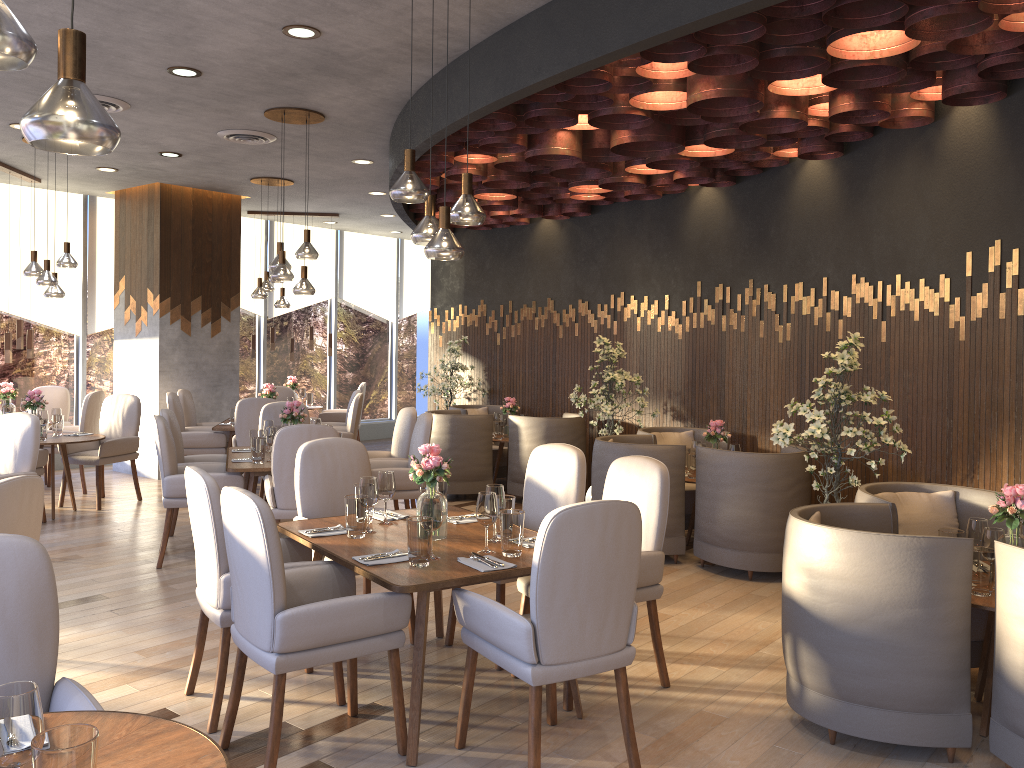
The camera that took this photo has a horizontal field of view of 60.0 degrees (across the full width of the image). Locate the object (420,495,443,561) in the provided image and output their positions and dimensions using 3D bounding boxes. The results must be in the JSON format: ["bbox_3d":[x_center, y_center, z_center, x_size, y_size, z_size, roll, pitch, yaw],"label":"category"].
[{"bbox_3d":[-0.317,0.564,3.475,0.092,0.244,0.092,1,1,30],"label":"object"}]

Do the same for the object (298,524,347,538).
[{"bbox_3d":[-0.808,0.649,3.947,0.255,0.019,0.157,-1,3,-35],"label":"object"}]

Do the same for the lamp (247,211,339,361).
[{"bbox_3d":[-2.855,-1.263,11.552,1.161,1.931,0.118,1,1,-6],"label":"lamp"}]

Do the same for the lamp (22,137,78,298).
[{"bbox_3d":[-3.942,-1.407,7.577,0.439,1.326,0.439,0,1,-43],"label":"lamp"}]

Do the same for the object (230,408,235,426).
[{"bbox_3d":[-2.765,0.331,8.847,0.102,0.178,0.102,1,1,-2],"label":"object"}]

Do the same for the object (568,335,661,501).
[{"bbox_3d":[0.897,0.369,7.881,0.788,1.616,0.747,0,1,-24],"label":"object"}]

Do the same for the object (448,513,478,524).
[{"bbox_3d":[-0.239,0.644,4.254,0.255,0.019,0.157,-1,3,-33],"label":"object"}]

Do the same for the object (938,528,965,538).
[{"bbox_3d":[1.884,0.717,3.806,0.102,0.178,0.102,2,1,41],"label":"object"}]

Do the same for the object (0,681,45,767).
[{"bbox_3d":[-0.855,0.644,1.522,0.092,0.244,0.092,1,1,-16],"label":"object"}]

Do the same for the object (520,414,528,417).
[{"bbox_3d":[0.122,0.431,9.087,0.092,0.244,0.092,1,1,-11],"label":"object"}]

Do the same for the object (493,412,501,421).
[{"bbox_3d":[-0.154,0.421,9.234,0.092,0.244,0.092,1,1,16],"label":"object"}]

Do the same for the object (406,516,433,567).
[{"bbox_3d":[-0.352,0.601,3.371,0.102,0.178,0.102,0,1,-29],"label":"object"}]

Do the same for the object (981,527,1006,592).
[{"bbox_3d":[1.913,0.697,3.522,0.092,0.244,0.092,1,1,23],"label":"object"}]

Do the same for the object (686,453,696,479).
[{"bbox_3d":[1.316,0.595,6.429,0.102,0.178,0.102,1,1,24],"label":"object"}]

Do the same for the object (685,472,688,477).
[{"bbox_3d":[1.234,0.668,6.575,0.255,0.019,0.157,0,3,-12],"label":"object"}]

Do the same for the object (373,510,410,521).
[{"bbox_3d":[-0.599,0.637,4.303,0.157,0.019,0.255,-1,3,-37],"label":"object"}]

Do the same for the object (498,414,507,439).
[{"bbox_3d":[-0.095,0.431,9.029,0.092,0.244,0.092,1,1,13],"label":"object"}]

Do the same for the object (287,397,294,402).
[{"bbox_3d":[-2.419,0.267,9.662,0.092,0.244,0.092,1,1,35],"label":"object"}]

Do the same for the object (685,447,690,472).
[{"bbox_3d":[1.313,0.579,6.795,0.102,0.178,0.102,2,1,42],"label":"object"}]

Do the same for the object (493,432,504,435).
[{"bbox_3d":[-0.148,0.526,9.401,0.157,0.019,0.255,-1,3,-31],"label":"object"}]

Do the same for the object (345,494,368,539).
[{"bbox_3d":[-0.675,0.576,3.844,0.102,0.178,0.102,0,1,-29],"label":"object"}]

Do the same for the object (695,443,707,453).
[{"bbox_3d":[1.389,0.560,6.510,0.092,0.244,0.092,1,1,8],"label":"object"}]

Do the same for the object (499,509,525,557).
[{"bbox_3d":[0.000,0.598,3.549,0.102,0.178,0.102,2,1,34],"label":"object"}]

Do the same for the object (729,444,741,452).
[{"bbox_3d":[1.633,0.564,6.507,0.092,0.244,0.092,1,1,12],"label":"object"}]

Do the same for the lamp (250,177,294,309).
[{"bbox_3d":[-2.520,-1.462,9.289,0.439,1.326,0.439,1,1,24],"label":"lamp"}]

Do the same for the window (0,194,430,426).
[{"bbox_3d":[-4.279,-0.699,6.926,8.059,3.197,16.134,1,2,-6],"label":"window"}]

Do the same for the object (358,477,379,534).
[{"bbox_3d":[-0.640,0.539,3.948,0.092,0.244,0.092,1,1,-15],"label":"object"}]

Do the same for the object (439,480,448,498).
[{"bbox_3d":[-0.367,0.558,4.358,0.102,0.178,0.102,1,1,13],"label":"object"}]

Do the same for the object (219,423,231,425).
[{"bbox_3d":[-2.839,0.403,8.998,0.255,0.019,0.157,0,2,-8],"label":"object"}]

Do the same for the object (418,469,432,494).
[{"bbox_3d":[-0.404,0.529,4.255,0.092,0.244,0.092,0,1,-31],"label":"object"}]

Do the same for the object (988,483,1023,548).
[{"bbox_3d":[2.041,0.609,3.598,0.198,0.415,0.210,0,1,-28],"label":"object"}]

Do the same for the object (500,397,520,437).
[{"bbox_3d":[-0.016,0.340,9.173,0.210,0.415,0.198,1,1,17],"label":"object"}]

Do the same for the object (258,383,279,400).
[{"bbox_3d":[-2.550,0.199,9.309,0.210,0.415,0.198,1,1,17],"label":"object"}]

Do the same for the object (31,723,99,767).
[{"bbox_3d":[-0.751,0.680,1.489,0.102,0.178,0.102,1,1,21],"label":"object"}]

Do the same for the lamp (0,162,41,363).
[{"bbox_3d":[-4.993,-1.174,8.805,0.118,1.930,1.162,1,1,-6],"label":"lamp"}]

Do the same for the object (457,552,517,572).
[{"bbox_3d":[-0.109,0.682,3.423,0.157,0.019,0.255,-1,3,-32],"label":"object"}]

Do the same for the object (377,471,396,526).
[{"bbox_3d":[-0.589,0.532,4.136,0.092,0.244,0.092,0,1,-34],"label":"object"}]

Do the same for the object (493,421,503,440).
[{"bbox_3d":[-0.140,0.467,8.929,0.102,0.178,0.102,1,1,-3],"label":"object"}]

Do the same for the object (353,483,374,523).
[{"bbox_3d":[-0.694,0.562,4.167,0.102,0.178,0.102,0,1,-31],"label":"object"}]

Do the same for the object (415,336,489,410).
[{"bbox_3d":[-0.727,0.247,10.196,0.746,1.616,0.789,0,1,-45],"label":"object"}]

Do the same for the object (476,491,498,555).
[{"bbox_3d":[-0.102,0.562,3.588,0.092,0.244,0.092,0,1,-30],"label":"object"}]

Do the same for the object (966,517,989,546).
[{"bbox_3d":[1.957,0.688,3.724,0.092,0.244,0.092,1,1,-2],"label":"object"}]

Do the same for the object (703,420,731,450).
[{"bbox_3d":[1.520,0.471,6.617,0.198,0.415,0.210,0,1,-38],"label":"object"}]

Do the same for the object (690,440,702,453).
[{"bbox_3d":[1.398,0.551,6.726,0.092,0.244,0.092,1,1,34],"label":"object"}]

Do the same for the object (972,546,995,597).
[{"bbox_3d":[1.827,0.731,3.453,0.102,0.178,0.102,1,1,-6],"label":"object"}]
